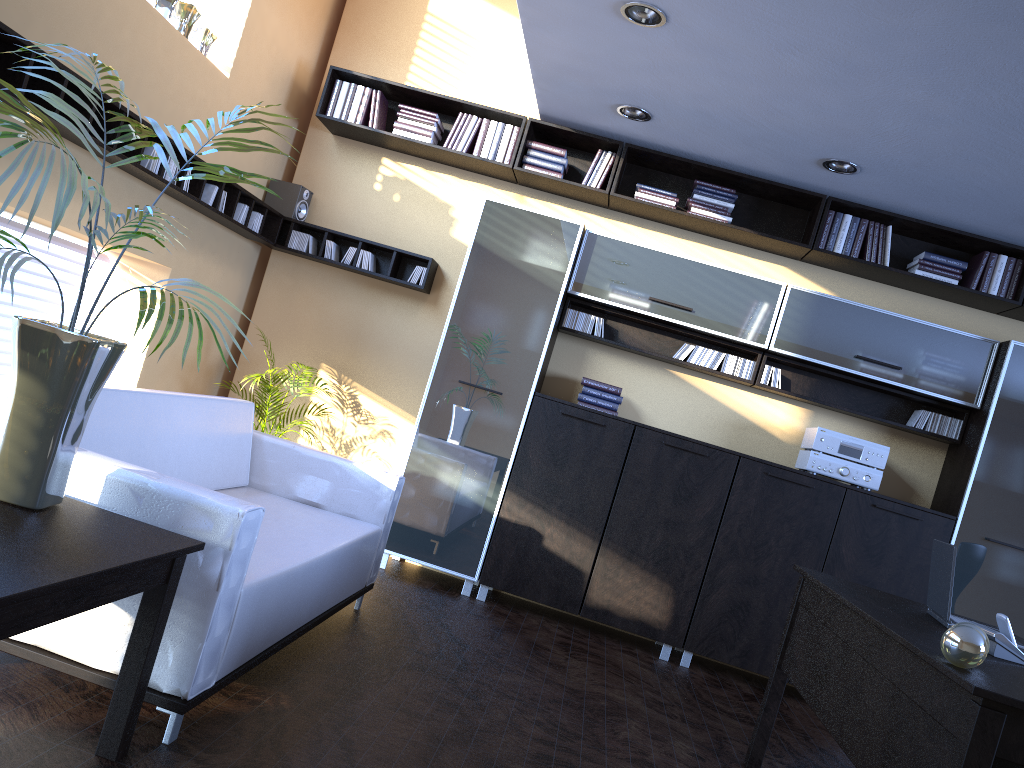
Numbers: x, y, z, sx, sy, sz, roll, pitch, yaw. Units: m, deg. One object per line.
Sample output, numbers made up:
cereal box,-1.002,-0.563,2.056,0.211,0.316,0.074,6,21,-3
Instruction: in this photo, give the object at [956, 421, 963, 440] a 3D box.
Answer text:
object,2.736,0.285,5.472,0.006,0.118,0.140,17,-1,6

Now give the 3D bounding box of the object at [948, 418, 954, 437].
object,2.689,0.271,5.488,0.006,0.118,0.140,17,-1,6

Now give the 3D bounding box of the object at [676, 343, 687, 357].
object,1.074,-0.205,5.678,0.059,0.113,0.142,17,-1,7

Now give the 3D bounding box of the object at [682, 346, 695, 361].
object,1.122,-0.190,5.673,0.059,0.113,0.142,17,-1,7

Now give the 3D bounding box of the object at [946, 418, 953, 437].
object,2.680,0.268,5.483,0.009,0.120,0.142,17,-1,7

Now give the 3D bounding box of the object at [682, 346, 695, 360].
object,1.122,-0.190,5.665,0.055,0.110,0.140,17,-1,7

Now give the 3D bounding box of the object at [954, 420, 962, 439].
object,2.727,0.282,5.473,0.009,0.120,0.142,17,-1,6

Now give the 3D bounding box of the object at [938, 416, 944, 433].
object,2.632,0.254,5.500,0.006,0.118,0.140,17,-1,7

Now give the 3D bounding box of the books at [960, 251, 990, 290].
books,2.825,-0.670,5.432,0.055,0.260,0.208,17,-1,7

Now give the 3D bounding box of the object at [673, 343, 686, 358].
object,1.064,-0.208,5.669,0.059,0.113,0.142,17,-1,6

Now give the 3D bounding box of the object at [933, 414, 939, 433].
object,2.604,0.246,5.501,0.009,0.120,0.142,17,-1,7

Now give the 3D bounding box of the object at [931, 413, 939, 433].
object,2.594,0.243,5.491,0.009,0.124,0.142,17,-1,7

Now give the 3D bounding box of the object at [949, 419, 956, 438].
object,2.699,0.274,5.479,0.009,0.120,0.142,17,-1,7

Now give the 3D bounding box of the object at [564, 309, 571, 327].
object,0.360,-0.420,5.750,0.009,0.120,0.142,17,-1,7

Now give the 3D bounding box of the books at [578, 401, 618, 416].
books,0.545,0.171,5.641,0.258,0.050,0.208,17,-1,7

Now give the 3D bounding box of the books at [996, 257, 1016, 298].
books,2.975,-0.626,5.410,0.050,0.258,0.208,17,-1,7

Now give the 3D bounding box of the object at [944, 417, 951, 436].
object,2.669,0.265,5.483,0.006,0.118,0.140,17,-1,7

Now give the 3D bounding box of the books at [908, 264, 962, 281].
books,2.599,-0.673,5.458,0.258,0.031,0.208,17,-1,6

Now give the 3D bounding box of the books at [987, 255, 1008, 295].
books,2.926,-0.641,5.415,0.050,0.258,0.208,17,-1,6

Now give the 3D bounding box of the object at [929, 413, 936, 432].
object,2.584,0.240,5.499,0.009,0.120,0.142,17,-1,6

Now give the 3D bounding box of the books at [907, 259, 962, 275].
books,2.596,-0.706,5.459,0.258,0.031,0.208,17,-1,6

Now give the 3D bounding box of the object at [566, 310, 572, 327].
object,0.371,-0.417,5.750,0.006,0.118,0.140,17,-1,7

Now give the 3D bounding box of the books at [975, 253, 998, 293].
books,2.877,-0.655,5.429,0.050,0.258,0.208,17,-1,7

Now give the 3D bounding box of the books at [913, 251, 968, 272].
books,2.627,-0.740,5.449,0.258,0.050,0.208,17,-1,6

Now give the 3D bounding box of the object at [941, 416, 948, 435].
object,2.650,0.259,5.484,0.009,0.120,0.142,17,-1,7

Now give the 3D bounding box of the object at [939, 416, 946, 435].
object,2.641,0.257,5.488,0.009,0.120,0.142,17,-1,7

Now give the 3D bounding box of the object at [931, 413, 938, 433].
object,2.593,0.242,5.488,0.009,0.120,0.142,17,-1,6

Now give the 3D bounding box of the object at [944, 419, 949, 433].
object,2.661,0.263,5.495,0.009,0.120,0.142,17,-1,7

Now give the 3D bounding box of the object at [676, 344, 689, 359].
object,1.083,-0.202,5.672,0.059,0.113,0.142,17,-1,7

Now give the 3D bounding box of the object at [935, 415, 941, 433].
object,2.611,0.248,5.483,0.006,0.118,0.140,17,-1,7

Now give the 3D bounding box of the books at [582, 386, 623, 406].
books,0.577,0.074,5.655,0.258,0.050,0.208,17,-1,7

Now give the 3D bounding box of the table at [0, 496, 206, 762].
table,-1.440,0.537,1.506,0.897,0.603,1.897,17,-1,6

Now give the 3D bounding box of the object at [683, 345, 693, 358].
object,1.112,-0.193,5.670,0.059,0.113,0.142,17,-1,6

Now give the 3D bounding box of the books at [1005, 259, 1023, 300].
books,3.025,-0.612,5.404,0.050,0.258,0.208,17,-1,7

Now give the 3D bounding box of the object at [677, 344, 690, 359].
object,1.093,-0.199,5.670,0.059,0.113,0.142,17,-1,7

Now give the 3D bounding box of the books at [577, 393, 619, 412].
books,0.550,0.119,5.647,0.258,0.050,0.208,17,-1,7

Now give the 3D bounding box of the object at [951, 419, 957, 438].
object,2.708,0.277,5.483,0.006,0.118,0.140,17,-1,7

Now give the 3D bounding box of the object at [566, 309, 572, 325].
object,0.371,-0.417,5.754,0.009,0.120,0.142,17,-1,7

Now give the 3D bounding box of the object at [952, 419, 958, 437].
object,2.709,0.277,5.486,0.009,0.120,0.142,17,-1,6

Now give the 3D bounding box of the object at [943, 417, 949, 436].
object,2.661,0.263,5.492,0.006,0.118,0.140,17,-1,7

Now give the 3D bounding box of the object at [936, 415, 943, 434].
object,2.622,0.251,5.491,0.009,0.120,0.142,17,-1,6

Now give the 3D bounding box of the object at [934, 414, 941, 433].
object,2.613,0.248,5.495,0.009,0.120,0.142,17,-1,7

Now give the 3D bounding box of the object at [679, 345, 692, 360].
object,1.102,-0.196,5.666,0.055,0.110,0.140,17,-1,7

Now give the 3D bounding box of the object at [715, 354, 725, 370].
object,1.317,-0.136,5.642,0.036,0.116,0.140,17,-1,6

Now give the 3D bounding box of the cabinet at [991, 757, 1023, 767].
cabinet,1.339,1.351,2.296,0.500,0.680,0.635,17,-1,6

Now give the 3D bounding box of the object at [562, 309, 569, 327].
object,0.351,-0.423,5.753,0.009,0.120,0.142,17,-1,7

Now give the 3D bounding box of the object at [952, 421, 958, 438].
object,2.718,0.280,5.482,0.009,0.120,0.142,17,-1,7

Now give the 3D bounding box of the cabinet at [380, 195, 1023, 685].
cabinet,1.350,0.541,5.498,3.873,2.399,0.491,17,0,6

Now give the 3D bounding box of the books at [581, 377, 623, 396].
books,0.570,0.019,5.647,0.258,0.050,0.208,17,-1,6

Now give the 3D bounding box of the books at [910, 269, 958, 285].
books,2.577,-0.635,5.467,0.258,0.050,0.208,17,-1,6

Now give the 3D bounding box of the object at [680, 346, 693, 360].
object,1.112,-0.193,5.669,0.055,0.110,0.140,17,-1,6

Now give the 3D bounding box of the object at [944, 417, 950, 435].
object,2.671,0.266,5.492,0.009,0.120,0.142,17,-1,6

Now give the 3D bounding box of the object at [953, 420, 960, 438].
object,2.717,0.279,5.474,0.006,0.118,0.140,17,-1,7

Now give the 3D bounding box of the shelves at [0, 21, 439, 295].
shelves,-1.459,-1.071,2.752,1.248,0.213,6.629,17,-1,7
